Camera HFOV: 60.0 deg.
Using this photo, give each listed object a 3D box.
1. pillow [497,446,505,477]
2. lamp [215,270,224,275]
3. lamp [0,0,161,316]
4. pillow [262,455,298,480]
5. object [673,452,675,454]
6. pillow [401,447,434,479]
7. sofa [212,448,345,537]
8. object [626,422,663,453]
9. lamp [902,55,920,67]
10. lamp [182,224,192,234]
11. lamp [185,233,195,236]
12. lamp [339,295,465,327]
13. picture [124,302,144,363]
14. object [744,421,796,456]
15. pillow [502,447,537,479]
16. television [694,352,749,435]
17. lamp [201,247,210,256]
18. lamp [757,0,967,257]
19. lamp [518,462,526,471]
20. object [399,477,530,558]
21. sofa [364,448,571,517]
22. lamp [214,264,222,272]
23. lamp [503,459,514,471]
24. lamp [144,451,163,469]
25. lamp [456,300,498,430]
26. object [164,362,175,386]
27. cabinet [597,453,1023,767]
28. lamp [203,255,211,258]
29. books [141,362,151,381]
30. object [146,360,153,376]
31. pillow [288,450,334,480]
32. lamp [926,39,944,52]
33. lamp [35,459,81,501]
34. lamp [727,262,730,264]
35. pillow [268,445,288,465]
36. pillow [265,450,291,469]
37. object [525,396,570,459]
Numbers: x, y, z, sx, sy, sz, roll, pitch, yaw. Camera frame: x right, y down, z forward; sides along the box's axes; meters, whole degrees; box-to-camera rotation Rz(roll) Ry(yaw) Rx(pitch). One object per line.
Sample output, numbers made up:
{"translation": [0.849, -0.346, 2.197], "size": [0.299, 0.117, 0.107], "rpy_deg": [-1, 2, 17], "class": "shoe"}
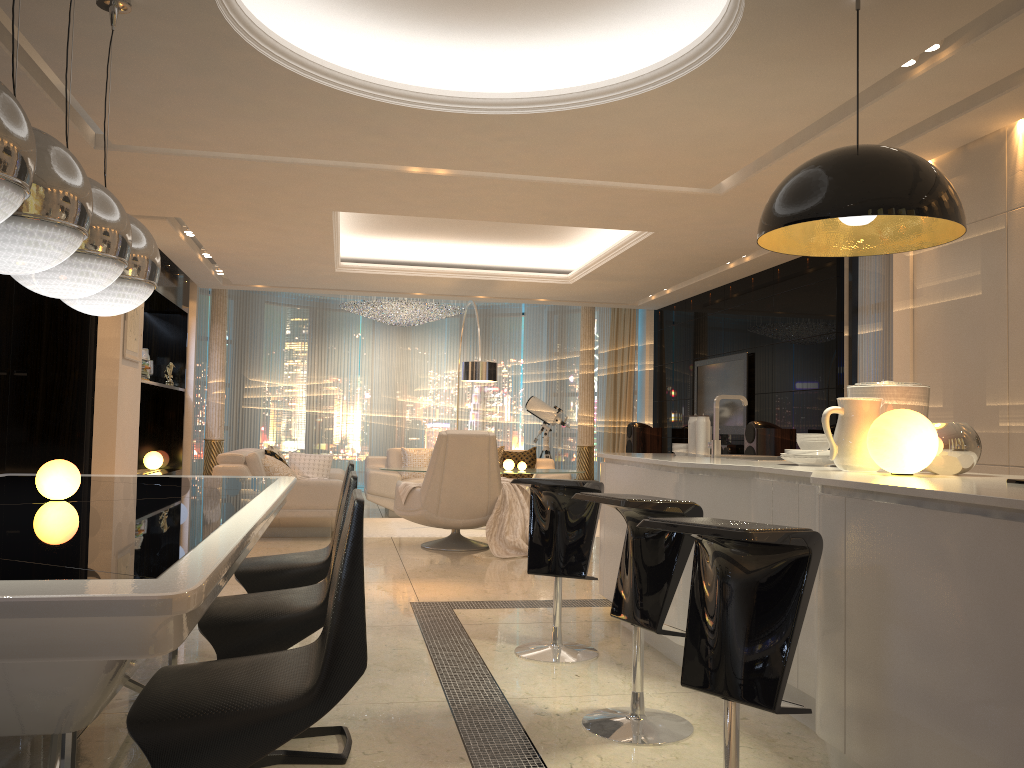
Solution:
{"translation": [-0.369, 0.945, 10.504], "size": [0.575, 0.436, 0.301], "rpy_deg": [1, -3, -5], "class": "pillow"}
{"translation": [-3.235, -1.277, 9.842], "size": [0.107, 0.127, 0.107], "rpy_deg": [3, -3, -29], "class": "lamp"}
{"translation": [-1.404, -0.900, 2.674], "size": [0.408, 1.226, 1.827], "rpy_deg": [2, -3, -11], "class": "lamp"}
{"translation": [-2.167, 0.835, 8.302], "size": [0.351, 0.329, 0.521], "rpy_deg": [2, -3, -11], "class": "pillow"}
{"translation": [1.916, 0.961, 10.384], "size": [0.197, 0.343, 0.197], "rpy_deg": [-2, -4, 44], "class": "object"}
{"translation": [-1.082, 0.933, 10.414], "size": [0.463, 0.380, 0.222], "rpy_deg": [2, -3, -6], "class": "pillow"}
{"translation": [-2.232, 1.031, 8.810], "size": [1.145, 0.754, 2.328], "rpy_deg": [2, -3, -11], "class": "sofa"}
{"translation": [1.686, 1.046, 11.182], "size": [0.468, 1.127, 0.285], "rpy_deg": [2, -3, -11], "class": "object"}
{"translation": [1.756, -1.482, 3.947], "size": [0.107, 0.127, 0.107], "rpy_deg": [3, -3, -29], "class": "lamp"}
{"translation": [-2.836, -1.385, 7.780], "size": [0.107, 0.127, 0.107], "rpy_deg": [1, -3, 1], "class": "lamp"}
{"translation": [-2.858, -1.380, 7.893], "size": [0.107, 0.127, 0.107], "rpy_deg": [1, -3, 1], "class": "lamp"}
{"translation": [-1.595, -1.180, 12.989], "size": [2.109, 0.685, 2.109], "rpy_deg": [-1, -3, 34], "class": "lamp"}
{"translation": [-3.332, -0.571, 7.815], "size": [0.027, 0.729, 0.610], "rpy_deg": [2, -3, -11], "class": "picture"}
{"translation": [2.317, 0.892, 7.871], "size": [0.468, 1.127, 0.285], "rpy_deg": [2, -3, -11], "class": "object"}
{"translation": [0.030, 0.956, 10.554], "size": [0.575, 0.436, 0.301], "rpy_deg": [0, -3, 20], "class": "pillow"}
{"translation": [2.269, 0.127, 9.633], "size": [0.055, 0.839, 1.358], "rpy_deg": [2, -3, -11], "class": "television"}
{"translation": [-3.029, -1.338, 8.790], "size": [0.107, 0.127, 0.107], "rpy_deg": [1, -3, 1], "class": "lamp"}
{"translation": [1.270, -0.980, 3.258], "size": [0.710, 0.898, 0.710], "rpy_deg": [1, -3, 0], "class": "lamp"}
{"translation": [0.103, 0.843, 9.102], "size": [0.090, 0.091, 0.090], "rpy_deg": [-1, -4, 40], "class": "lamp"}
{"translation": [-0.257, 1.085, 7.510], "size": [1.347, 0.580, 0.972], "rpy_deg": [0, -3, 26], "class": "object"}
{"translation": [-0.552, 1.149, 10.448], "size": [2.328, 0.754, 1.145], "rpy_deg": [2, -3, -11], "class": "sofa"}
{"translation": [-3.205, -1.295, 9.716], "size": [0.107, 0.127, 0.107], "rpy_deg": [3, -3, -29], "class": "lamp"}
{"translation": [-0.033, 0.827, 9.077], "size": [0.115, 0.115, 0.115], "rpy_deg": [0, -3, 15], "class": "lamp"}
{"translation": [-4.191, 0.894, 10.365], "size": [0.213, 0.214, 0.212], "rpy_deg": [-1, -4, 40], "class": "lamp"}
{"translation": [-0.510, 0.262, 10.383], "size": [0.393, 2.519, 2.009], "rpy_deg": [2, -3, -11], "class": "lamp"}
{"translation": [-3.980, -0.104, 10.308], "size": [0.116, 0.293, 0.182], "rpy_deg": [2, -3, -14], "class": "object"}
{"translation": [1.286, 0.756, 3.211], "size": [1.046, 0.887, 3.752], "rpy_deg": [2, -3, -11], "class": "cabinet"}
{"translation": [-3.052, -1.332, 8.910], "size": [0.107, 0.127, 0.107], "rpy_deg": [3, -3, -29], "class": "lamp"}
{"translation": [-3.832, -0.120, 9.014], "size": [0.260, 0.197, 0.296], "rpy_deg": [2, -3, -8], "class": "books"}
{"translation": [-4.214, -0.112, 10.220], "size": [0.147, 0.317, 0.147], "rpy_deg": [2, -3, -9], "class": "object"}
{"translation": [-2.194, 0.875, 9.523], "size": [0.521, 0.325, 0.281], "rpy_deg": [1, -3, -1], "class": "pillow"}
{"translation": [1.787, -1.489, 3.787], "size": [0.107, 0.127, 0.107], "rpy_deg": [3, -3, -29], "class": "lamp"}
{"translation": [-1.402, 0.296, 2.740], "size": [0.125, 0.125, 0.125], "rpy_deg": [-1, -4, 40], "class": "lamp"}
{"translation": [2.086, -1.238, 8.651], "size": [0.107, 0.127, 0.107], "rpy_deg": [3, -3, -29], "class": "lamp"}
{"translation": [-2.389, 0.826, 9.193], "size": [0.255, 0.399, 0.526], "rpy_deg": [2, -3, -11], "class": "pillow"}
{"translation": [-2.262, 0.821, 8.751], "size": [0.323, 0.355, 0.524], "rpy_deg": [2, -3, -10], "class": "pillow"}
{"translation": [0.469, 0.893, 12.057], "size": [0.616, 1.471, 0.570], "rpy_deg": [1, -3, -5], "class": "object"}
